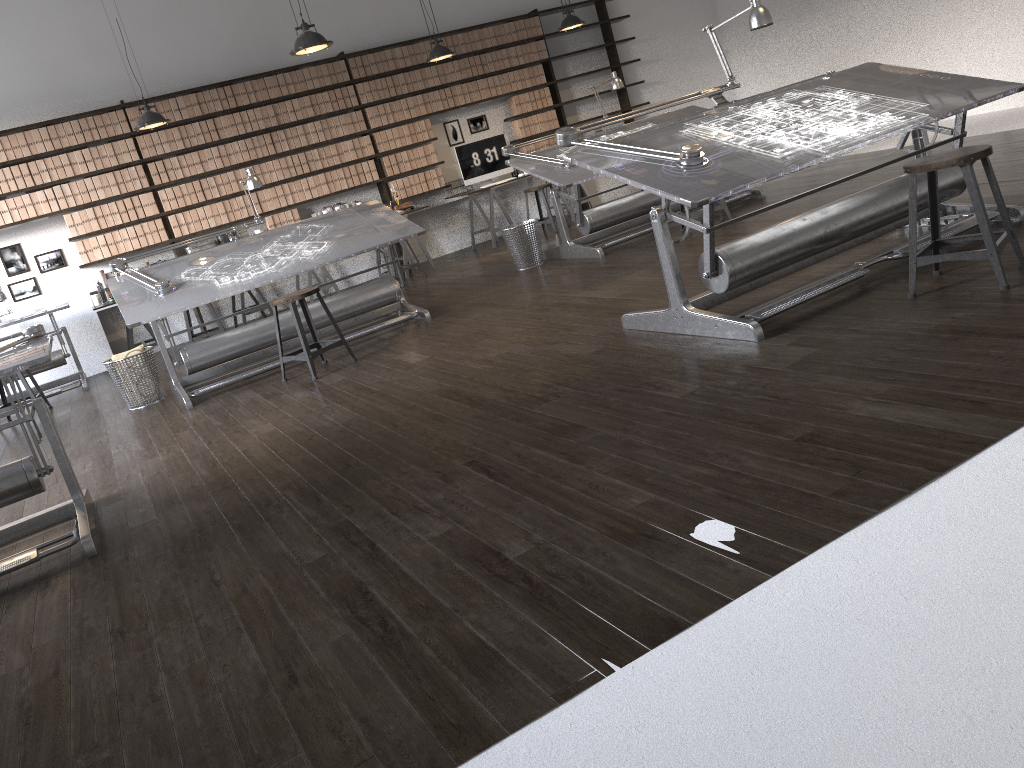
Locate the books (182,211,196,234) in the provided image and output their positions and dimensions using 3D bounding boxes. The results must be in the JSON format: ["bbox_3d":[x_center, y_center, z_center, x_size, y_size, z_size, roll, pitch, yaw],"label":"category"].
[{"bbox_3d":[-3.307,-1.648,9.051,0.067,0.223,0.175,-22,14,-23],"label":"books"}]

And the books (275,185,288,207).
[{"bbox_3d":[-2.474,-1.993,9.434,0.067,0.223,0.175,-22,14,-23],"label":"books"}]

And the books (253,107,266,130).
[{"bbox_3d":[-2.658,-2.769,9.290,0.067,0.223,0.175,-22,14,-23],"label":"books"}]

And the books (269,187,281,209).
[{"bbox_3d":[-2.536,-1.968,9.405,0.067,0.223,0.175,-22,14,-23],"label":"books"}]

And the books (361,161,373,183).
[{"bbox_3d":[-1.631,-2.345,9.832,0.067,0.223,0.175,-22,14,-23],"label":"books"}]

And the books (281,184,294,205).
[{"bbox_3d":[-2.414,-2.020,9.466,0.067,0.223,0.175,-22,14,-23],"label":"books"}]

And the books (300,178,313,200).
[{"bbox_3d":[-2.234,-2.094,9.549,0.067,0.223,0.175,-22,14,-23],"label":"books"}]

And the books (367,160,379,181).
[{"bbox_3d":[-1.565,-2.373,9.865,0.067,0.223,0.175,-22,14,-23],"label":"books"}]

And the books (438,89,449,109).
[{"bbox_3d":[-0.814,-3.258,10.180,0.067,0.223,0.175,-22,14,-23],"label":"books"}]

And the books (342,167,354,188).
[{"bbox_3d":[-1.825,-2.266,9.747,0.067,0.223,0.175,-22,14,-23],"label":"books"}]

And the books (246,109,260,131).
[{"bbox_3d":[-2.719,-2.743,9.259,0.067,0.223,0.175,-22,14,-23],"label":"books"}]

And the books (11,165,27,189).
[{"bbox_3d":[-4.651,-1.939,8.358,0.067,0.223,0.175,-22,14,-23],"label":"books"}]

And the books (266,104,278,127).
[{"bbox_3d":[-2.546,-2.815,9.339,0.067,0.223,0.175,-22,14,-23],"label":"books"}]

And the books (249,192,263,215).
[{"bbox_3d":[-2.709,-1.896,9.325,0.067,0.223,0.175,-22,14,-23],"label":"books"}]

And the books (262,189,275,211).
[{"bbox_3d":[-2.592,-1.946,9.384,0.067,0.223,0.175,-22,14,-23],"label":"books"}]

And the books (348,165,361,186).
[{"bbox_3d":[-1.758,-2.292,9.772,0.067,0.223,0.175,-22,14,-23],"label":"books"}]

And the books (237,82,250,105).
[{"bbox_3d":[-2.800,-2.998,9.199,0.067,0.223,0.175,-22,14,-23],"label":"books"}]

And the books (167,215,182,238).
[{"bbox_3d":[-3.425,-1.597,8.988,0.067,0.223,0.175,-22,14,-23],"label":"books"}]

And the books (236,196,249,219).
[{"bbox_3d":[-2.834,-1.844,9.267,0.067,0.223,0.175,-22,14,-23],"label":"books"}]

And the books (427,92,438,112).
[{"bbox_3d":[-0.935,-3.208,10.122,0.067,0.223,0.175,-22,14,-23],"label":"books"}]

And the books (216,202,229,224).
[{"bbox_3d":[-3.012,-1.769,9.182,0.067,0.223,0.175,-22,14,-23],"label":"books"}]

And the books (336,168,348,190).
[{"bbox_3d":[-1.883,-2.240,9.714,0.067,0.223,0.175,-22,14,-23],"label":"books"}]

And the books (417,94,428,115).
[{"bbox_3d":[-1.050,-3.158,10.062,0.067,0.223,0.175,-22,14,-23],"label":"books"}]

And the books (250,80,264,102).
[{"bbox_3d":[-2.682,-3.049,9.262,0.067,0.223,0.175,-22,14,-23],"label":"books"}]

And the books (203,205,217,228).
[{"bbox_3d":[-3.124,-1.724,9.133,0.067,0.223,0.175,-22,14,-23],"label":"books"}]

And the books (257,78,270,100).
[{"bbox_3d":[-2.622,-3.074,9.288,0.067,0.223,0.175,-22,14,-23],"label":"books"}]

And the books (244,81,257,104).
[{"bbox_3d":[-2.740,-3.024,9.231,0.067,0.223,0.175,-22,14,-23],"label":"books"}]

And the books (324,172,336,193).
[{"bbox_3d":[-2.006,-2.190,9.661,0.067,0.223,0.175,-22,14,-23],"label":"books"}]

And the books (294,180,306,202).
[{"bbox_3d":[-2.296,-2.069,9.524,0.067,0.223,0.175,-22,14,-23],"label":"books"}]

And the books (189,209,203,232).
[{"bbox_3d":[-3.247,-1.673,9.078,0.067,0.223,0.175,-22,14,-23],"label":"books"}]

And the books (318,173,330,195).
[{"bbox_3d":[-2.061,-2.166,9.629,0.067,0.223,0.175,-22,14,-23],"label":"books"}]

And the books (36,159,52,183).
[{"bbox_3d":[-4.461,-2.017,8.442,0.067,0.223,0.175,-22,14,-23],"label":"books"}]

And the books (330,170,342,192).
[{"bbox_3d":[-1.946,-2.216,9.689,0.067,0.223,0.175,-22,14,-23],"label":"books"}]

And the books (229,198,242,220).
[{"bbox_3d":[-2.897,-1.819,9.243,0.067,0.223,0.175,-22,14,-23],"label":"books"}]

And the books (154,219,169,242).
[{"bbox_3d":[-3.539,-1.550,8.936,0.067,0.223,0.175,-22,14,-23],"label":"books"}]

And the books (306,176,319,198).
[{"bbox_3d":[-2.173,-2.120,9.579,0.067,0.223,0.175,-22,14,-23],"label":"books"}]

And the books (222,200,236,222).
[{"bbox_3d":[-2.957,-1.794,9.214,0.067,0.223,0.175,-22,14,-23],"label":"books"}]

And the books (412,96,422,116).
[{"bbox_3d":[-1.109,-3.135,10.039,0.067,0.223,0.175,-22,14,-23],"label":"books"}]

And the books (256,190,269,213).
[{"bbox_3d":[-2.649,-1.923,9.360,0.067,0.223,0.175,-22,14,-23],"label":"books"}]

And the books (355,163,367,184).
[{"bbox_3d":[-1.698,-2.319,9.806,0.067,0.223,0.175,-22,14,-23],"label":"books"}]

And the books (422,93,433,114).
[{"bbox_3d":[-0.995,-3.182,10.094,0.067,0.223,0.175,-22,14,-23],"label":"books"}]

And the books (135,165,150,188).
[{"bbox_3d":[-3.690,-2.060,8.829,0.067,0.223,0.175,-22,14,-23],"label":"books"}]

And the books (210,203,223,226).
[{"bbox_3d":[-3.071,-1.746,9.160,0.067,0.223,0.175,-22,14,-23],"label":"books"}]

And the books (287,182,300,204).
[{"bbox_3d":[-2.356,-2.045,9.498,0.067,0.223,0.175,-22,14,-23],"label":"books"}]

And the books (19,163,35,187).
[{"bbox_3d":[-4.585,-1.965,8.383,0.067,0.223,0.175,-22,14,-23],"label":"books"}]

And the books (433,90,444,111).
[{"bbox_3d":[-0.872,-3.232,10.147,0.067,0.223,0.175,-22,14,-23],"label":"books"}]

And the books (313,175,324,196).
[{"bbox_3d":[-2.120,-2.143,9.606,0.067,0.223,0.175,-22,14,-23],"label":"books"}]

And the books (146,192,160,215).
[{"bbox_3d":[-3.609,-1.803,8.881,0.067,0.223,0.175,-22,14,-23],"label":"books"}]

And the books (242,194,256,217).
[{"bbox_3d":[-2.776,-1.870,9.300,0.067,0.223,0.175,-22,14,-23],"label":"books"}]

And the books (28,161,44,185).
[{"bbox_3d":[-4.524,-1.992,8.418,0.067,0.223,0.175,-22,14,-23],"label":"books"}]

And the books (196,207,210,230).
[{"bbox_3d":[-3.185,-1.698,9.102,0.067,0.223,0.175,-22,14,-23],"label":"books"}]

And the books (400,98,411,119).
[{"bbox_3d":[-1.223,-3.086,9.982,0.067,0.223,0.175,-22,14,-23],"label":"books"}]

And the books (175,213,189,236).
[{"bbox_3d":[-3.365,-1.623,9.020,0.067,0.223,0.175,-22,14,-23],"label":"books"}]

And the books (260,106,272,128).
[{"bbox_3d":[-2.605,-2.792,9.317,0.067,0.223,0.175,-22,14,-23],"label":"books"}]
